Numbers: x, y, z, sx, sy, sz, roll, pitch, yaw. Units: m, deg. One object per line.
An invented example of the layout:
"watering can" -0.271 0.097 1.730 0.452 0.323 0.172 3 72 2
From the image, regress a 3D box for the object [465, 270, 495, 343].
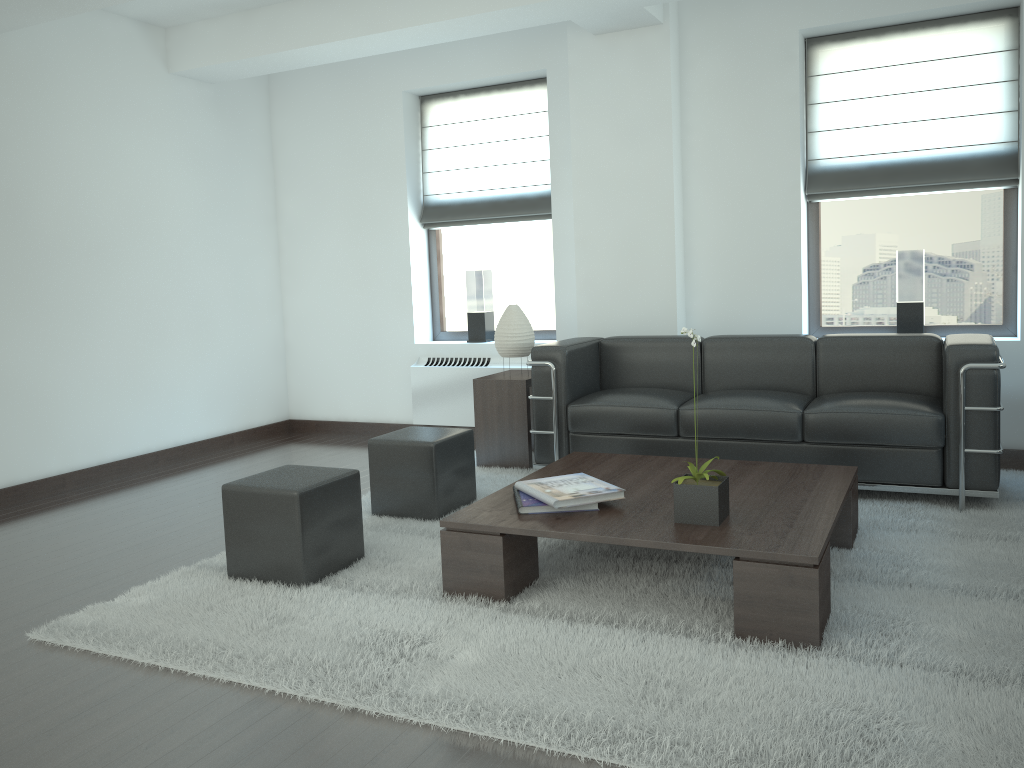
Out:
"object" -0.345 -0.846 9.631 0.239 0.774 0.244 0 6 26

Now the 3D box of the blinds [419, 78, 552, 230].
"blinds" -0.251 -2.447 9.499 1.686 1.472 0.223 1 6 26

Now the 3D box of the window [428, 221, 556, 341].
"window" -0.162 -1.844 9.700 1.700 2.724 0.146 0 6 26

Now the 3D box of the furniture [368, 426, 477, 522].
"furniture" -0.662 0.655 6.641 0.588 0.577 0.604 1 7 26

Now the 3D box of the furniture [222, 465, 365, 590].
"furniture" -1.303 0.838 5.334 0.588 0.577 0.604 1 7 26

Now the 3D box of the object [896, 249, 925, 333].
"object" 3.485 -0.780 7.749 0.239 0.774 0.244 0 6 26

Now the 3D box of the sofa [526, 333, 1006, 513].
"sofa" 1.905 0.223 7.034 3.477 1.167 1.127 1 7 26

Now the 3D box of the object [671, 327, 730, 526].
"object" 0.959 0.201 4.558 0.252 0.989 0.336 0 6 26

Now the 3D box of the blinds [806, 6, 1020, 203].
"blinds" 3.433 -2.384 7.689 1.686 1.472 0.223 1 6 26

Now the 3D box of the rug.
"rug" 1.422 0.986 5.440 6.252 0.110 5.184 1 8 26

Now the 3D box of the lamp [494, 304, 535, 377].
"lamp" 0.023 -0.402 8.088 0.374 0.653 0.375 1 6 30

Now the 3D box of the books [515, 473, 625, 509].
"books" 0.321 0.600 5.028 0.446 0.045 0.519 -5 7 -23

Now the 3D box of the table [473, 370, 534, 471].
"table" 0.073 0.331 8.210 0.526 0.842 0.788 0 6 26

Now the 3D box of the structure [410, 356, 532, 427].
"structure" -0.394 0.079 9.395 1.461 0.724 0.194 1 6 26

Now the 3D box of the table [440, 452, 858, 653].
"table" 0.910 0.845 5.202 1.936 0.440 1.927 1 7 26

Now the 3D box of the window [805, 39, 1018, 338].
"window" 3.523 -1.781 7.889 1.700 2.724 0.146 0 6 26

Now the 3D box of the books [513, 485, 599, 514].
"books" 0.240 0.645 5.068 0.446 0.045 0.520 -3 7 -3
